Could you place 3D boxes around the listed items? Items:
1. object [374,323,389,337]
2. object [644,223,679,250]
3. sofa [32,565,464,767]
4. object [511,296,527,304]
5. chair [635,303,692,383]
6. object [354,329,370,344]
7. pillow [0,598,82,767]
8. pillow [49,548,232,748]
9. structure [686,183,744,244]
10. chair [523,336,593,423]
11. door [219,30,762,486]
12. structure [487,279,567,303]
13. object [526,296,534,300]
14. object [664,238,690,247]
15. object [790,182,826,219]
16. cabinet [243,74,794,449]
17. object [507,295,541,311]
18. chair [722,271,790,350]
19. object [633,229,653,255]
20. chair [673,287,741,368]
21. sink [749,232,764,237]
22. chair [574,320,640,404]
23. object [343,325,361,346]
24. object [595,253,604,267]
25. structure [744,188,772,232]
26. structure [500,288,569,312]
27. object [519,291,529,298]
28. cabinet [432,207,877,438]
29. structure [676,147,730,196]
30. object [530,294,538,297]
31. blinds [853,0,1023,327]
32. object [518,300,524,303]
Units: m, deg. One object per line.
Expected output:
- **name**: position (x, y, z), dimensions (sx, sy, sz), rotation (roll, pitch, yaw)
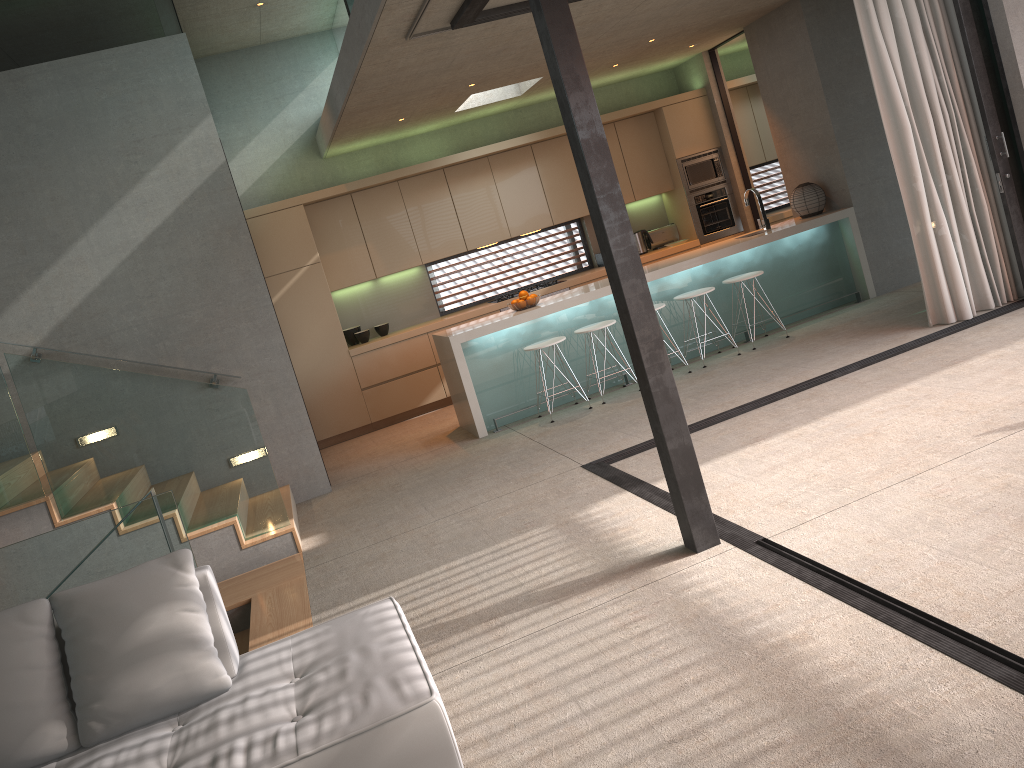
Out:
- **object**: position (-1.428, -0.593, 9.762), dimensions (0.171, 0.126, 0.169), rotation (-21, 9, -27)
- **object**: position (1.814, -1.779, 10.696), dimensions (0.392, 0.246, 0.150), rotation (-19, 6, -14)
- **sofa**: position (-1.058, 1.101, 2.770), dimensions (1.606, 0.728, 1.015), rotation (-19, 8, -14)
- **object**: position (0.066, -0.724, 7.947), dimensions (0.172, 0.099, 0.098), rotation (-12, 9, 30)
- **chair**: position (1.239, -0.352, 7.712), dimensions (0.384, 0.619, 0.383), rotation (-18, 6, -14)
- **object**: position (-1.610, -0.507, 9.574), dimensions (0.171, 0.126, 0.169), rotation (-21, 9, -27)
- **pillow**: position (-1.694, 1.014, 2.849), dimensions (0.495, 0.494, 0.238), rotation (-18, 6, -14)
- **pillow**: position (-1.247, 0.872, 2.969), dimensions (0.495, 0.480, 0.266), rotation (-18, 6, -14)
- **structure**: position (2.323, -2.010, 10.535), dimensions (0.600, 0.576, 0.498), rotation (-18, 7, -14)
- **chair**: position (0.361, -0.051, 7.471), dimensions (0.384, 0.619, 0.383), rotation (-18, 6, -14)
- **door**: position (-0.433, 0.058, 5.594), dimensions (15.567, 4.443, 5.734), rotation (-25, 11, -41)
- **structure**: position (0.166, -1.034, 9.988), dimensions (0.844, 0.090, 0.465), rotation (-19, 9, -14)
- **object**: position (0.166, -0.743, 7.909), dimensions (0.087, 0.086, 0.087), rotation (-20, 8, -24)
- **object**: position (1.948, -1.660, 10.422), dimensions (0.307, 0.034, 0.315), rotation (-8, 13, 44)
- **object**: position (2.944, -1.833, 8.788), dimensions (0.343, 0.332, 0.340), rotation (-20, 8, -22)
- **cabinet**: position (1.172, -1.677, 9.622), dimensions (7.517, 2.550, 1.969), rotation (-19, 7, -14)
- **object**: position (0.117, -0.724, 7.982), dimensions (0.317, 0.081, 0.316), rotation (-19, 9, -14)
- **chair**: position (2.161, -0.670, 7.968), dimensions (0.384, 0.619, 0.383), rotation (-18, 6, -14)
- **object**: position (1.531, -1.693, 10.569), dimensions (0.279, 0.283, 0.178), rotation (-18, 6, -9)
- **chair**: position (1.697, -0.510, 7.840), dimensions (0.384, 0.619, 0.383), rotation (-18, 6, -14)
- **sink**: position (2.434, -1.399, 8.724), dimensions (0.376, 0.133, 0.375), rotation (-19, 9, -14)
- **chair**: position (0.797, -0.200, 7.590), dimensions (0.384, 0.619, 0.383), rotation (-18, 6, -14)
- **object**: position (-1.750, -0.521, 9.710), dimensions (0.228, 0.186, 0.224), rotation (-22, 9, -36)
- **object**: position (1.228, -1.529, 10.523), dimensions (0.403, 0.159, 0.241), rotation (-19, 8, -14)
- **structure**: position (2.356, -1.680, 8.587), dimensions (0.097, 0.438, 0.258), rotation (-18, 6, -13)
- **structure**: position (0.322, -0.708, 9.774), dimensions (0.833, 0.497, 0.079), rotation (-19, 5, -15)
- **object**: position (0.106, -0.801, 8.010), dimensions (0.094, 0.093, 0.095), rotation (-16, 7, 6)
- **cabinet**: position (1.389, -0.651, 8.354), dimensions (4.147, 0.893, 0.802), rotation (-19, 7, -15)
- **structure**: position (2.174, -2.494, 10.511), dimensions (0.600, 0.434, 0.461), rotation (-19, 7, -14)
- **object**: position (0.195, -0.769, 7.995), dimensions (0.095, 0.093, 0.094), rotation (-20, 8, -25)
- **blinds**: position (3.177, -1.953, 6.632), dimensions (0.892, 2.914, 0.229), rotation (-18, 5, -18)
- **object**: position (0.088, -0.713, 7.898), dimensions (0.081, 0.080, 0.082), rotation (-15, 7, 15)
